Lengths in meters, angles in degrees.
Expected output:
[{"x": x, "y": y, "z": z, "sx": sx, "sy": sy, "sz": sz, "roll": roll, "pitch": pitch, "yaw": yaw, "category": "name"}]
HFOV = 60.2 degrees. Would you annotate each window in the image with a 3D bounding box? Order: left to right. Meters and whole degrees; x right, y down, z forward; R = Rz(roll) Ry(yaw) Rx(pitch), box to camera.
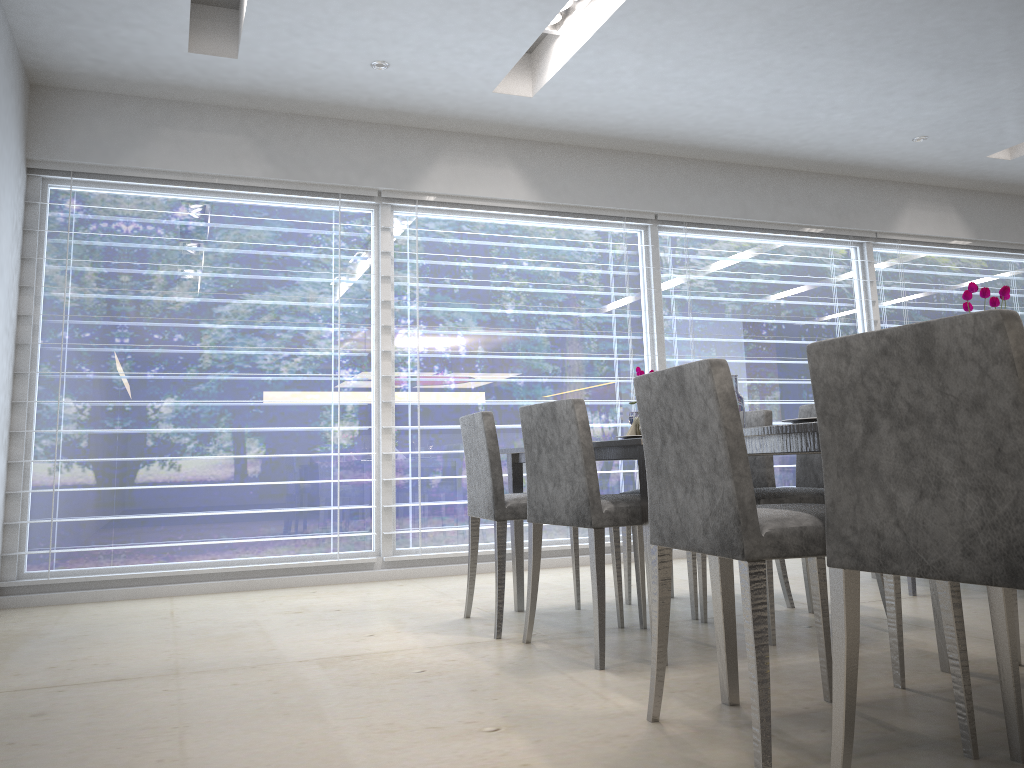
[{"x": 0.908, "y": -0.038, "z": 5.564, "sx": 7.096, "sy": 2.099, "sz": 0.157, "roll": 0, "pitch": -10, "yaw": -21, "category": "window"}]

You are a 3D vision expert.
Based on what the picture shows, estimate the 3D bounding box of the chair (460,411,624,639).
[{"x": 0.090, "y": 0.491, "z": 3.288, "sx": 0.492, "sy": 0.772, "sz": 0.471, "roll": 1, "pitch": -9, "yaw": -16, "category": "chair"}]

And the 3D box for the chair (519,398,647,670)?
[{"x": 0.332, "y": 0.441, "z": 2.825, "sx": 0.491, "sy": 0.772, "sz": 0.472, "roll": 2, "pitch": -9, "yaw": -26, "category": "chair"}]

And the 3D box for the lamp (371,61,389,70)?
[{"x": -0.641, "y": -1.544, "z": 4.289, "sx": 0.089, "sy": 0.007, "sz": 0.088, "roll": -4, "pitch": -6, "yaw": 24, "category": "lamp"}]

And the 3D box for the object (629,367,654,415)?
[{"x": 0.496, "y": 0.076, "z": 3.238, "sx": 0.104, "sy": 0.280, "sz": 0.153, "roll": 2, "pitch": -9, "yaw": -23, "category": "object"}]

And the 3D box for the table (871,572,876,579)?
[{"x": 2.205, "y": 0.540, "z": 3.805, "sx": 0.777, "sy": 0.642, "sz": 1.177, "roll": 1, "pitch": -7, "yaw": -21, "category": "table"}]

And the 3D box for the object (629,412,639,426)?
[{"x": 0.516, "y": 0.187, "z": 3.690, "sx": 0.053, "sy": 0.141, "sz": 0.053, "roll": -6, "pitch": -10, "yaw": 26, "category": "object"}]

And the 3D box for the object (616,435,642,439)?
[{"x": 0.446, "y": 0.176, "z": 2.875, "sx": 0.216, "sy": 0.016, "sz": 0.215, "roll": 3, "pitch": -7, "yaw": -43, "category": "object"}]

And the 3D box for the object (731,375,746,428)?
[{"x": 0.722, "y": 0.072, "z": 2.841, "sx": 0.051, "sy": 0.203, "sz": 0.052, "roll": -8, "pitch": -11, "yaw": 33, "category": "object"}]

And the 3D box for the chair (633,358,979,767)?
[{"x": 0.574, "y": 0.345, "z": 1.871, "sx": 0.492, "sy": 0.772, "sz": 0.471, "roll": 1, "pitch": -9, "yaw": -16, "category": "chair"}]

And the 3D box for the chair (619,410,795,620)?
[{"x": 0.762, "y": 0.496, "z": 3.554, "sx": 0.491, "sy": 0.772, "sz": 0.472, "roll": 2, "pitch": -9, "yaw": -26, "category": "chair"}]

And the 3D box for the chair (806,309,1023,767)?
[{"x": 0.816, "y": 0.295, "z": 1.408, "sx": 0.491, "sy": 0.772, "sz": 0.472, "roll": 2, "pitch": -9, "yaw": -26, "category": "chair"}]

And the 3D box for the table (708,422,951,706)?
[{"x": 1.013, "y": 0.384, "z": 1.747, "sx": 0.777, "sy": 0.642, "sz": 1.177, "roll": 1, "pitch": -7, "yaw": -21, "category": "table"}]

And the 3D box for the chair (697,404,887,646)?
[{"x": 0.949, "y": 0.444, "z": 3.050, "sx": 0.492, "sy": 0.772, "sz": 0.471, "roll": 1, "pitch": -9, "yaw": -16, "category": "chair"}]

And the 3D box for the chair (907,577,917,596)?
[{"x": 1.765, "y": 0.501, "z": 3.929, "sx": 0.492, "sy": 0.772, "sz": 0.471, "roll": 1, "pitch": -9, "yaw": -16, "category": "chair"}]

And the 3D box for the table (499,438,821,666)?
[{"x": 0.529, "y": 0.530, "z": 3.165, "sx": 0.777, "sy": 0.642, "sz": 1.177, "roll": 1, "pitch": -7, "yaw": -21, "category": "table"}]

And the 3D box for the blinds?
[{"x": 0.935, "y": -0.074, "z": 5.468, "sx": 7.091, "sy": 2.069, "sz": 0.044, "roll": 0, "pitch": -10, "yaw": -21, "category": "blinds"}]

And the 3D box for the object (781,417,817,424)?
[{"x": 0.721, "y": 0.086, "z": 1.996, "sx": 0.216, "sy": 0.016, "sz": 0.215, "roll": 3, "pitch": -7, "yaw": -41, "category": "object"}]

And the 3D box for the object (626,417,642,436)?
[{"x": 0.471, "y": 0.170, "z": 3.281, "sx": 0.069, "sy": 0.101, "sz": 0.202, "roll": -8, "pitch": -9, "yaw": 38, "category": "object"}]

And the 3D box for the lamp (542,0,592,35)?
[{"x": 0.223, "y": -1.791, "z": 4.135, "sx": 0.226, "sy": 0.102, "sz": 0.483, "roll": 1, "pitch": -6, "yaw": -21, "category": "lamp"}]

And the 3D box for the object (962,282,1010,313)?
[{"x": 0.980, "y": -0.070, "z": 1.821, "sx": 0.104, "sy": 0.280, "sz": 0.153, "roll": 2, "pitch": -9, "yaw": -23, "category": "object"}]

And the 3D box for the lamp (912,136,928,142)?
[{"x": 2.540, "y": -1.525, "z": 5.506, "sx": 0.089, "sy": 0.007, "sz": 0.088, "roll": -4, "pitch": -6, "yaw": 24, "category": "lamp"}]

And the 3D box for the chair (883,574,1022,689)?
[{"x": 1.245, "y": 0.351, "z": 2.148, "sx": 0.491, "sy": 0.772, "sz": 0.472, "roll": 2, "pitch": -9, "yaw": -26, "category": "chair"}]
